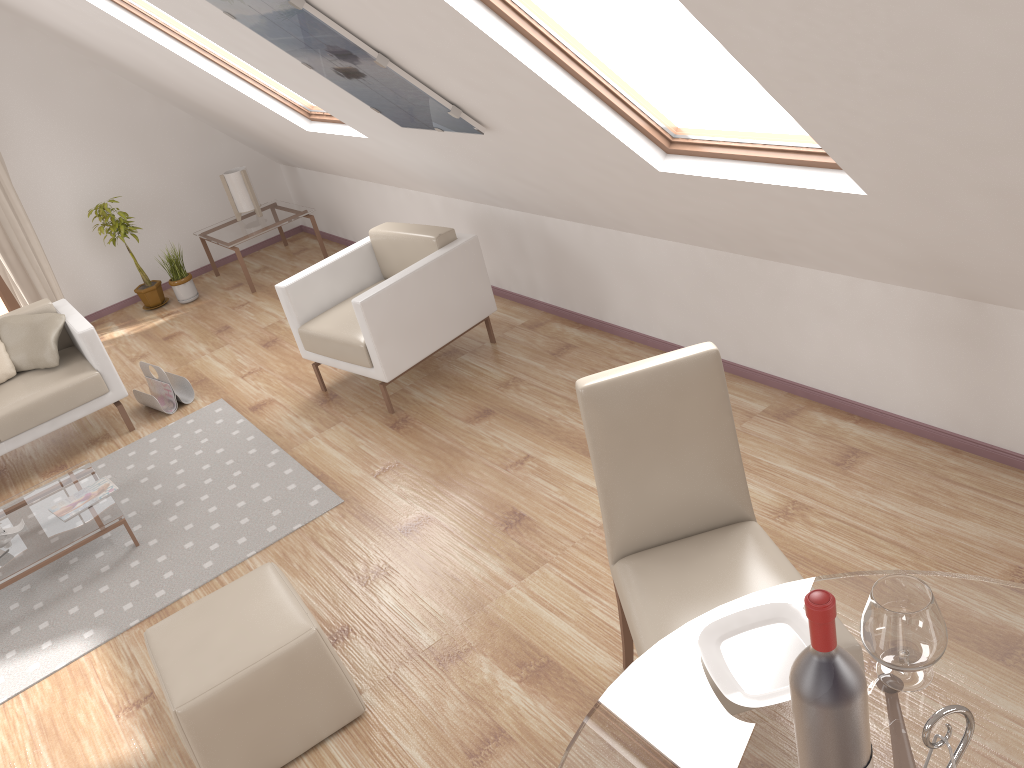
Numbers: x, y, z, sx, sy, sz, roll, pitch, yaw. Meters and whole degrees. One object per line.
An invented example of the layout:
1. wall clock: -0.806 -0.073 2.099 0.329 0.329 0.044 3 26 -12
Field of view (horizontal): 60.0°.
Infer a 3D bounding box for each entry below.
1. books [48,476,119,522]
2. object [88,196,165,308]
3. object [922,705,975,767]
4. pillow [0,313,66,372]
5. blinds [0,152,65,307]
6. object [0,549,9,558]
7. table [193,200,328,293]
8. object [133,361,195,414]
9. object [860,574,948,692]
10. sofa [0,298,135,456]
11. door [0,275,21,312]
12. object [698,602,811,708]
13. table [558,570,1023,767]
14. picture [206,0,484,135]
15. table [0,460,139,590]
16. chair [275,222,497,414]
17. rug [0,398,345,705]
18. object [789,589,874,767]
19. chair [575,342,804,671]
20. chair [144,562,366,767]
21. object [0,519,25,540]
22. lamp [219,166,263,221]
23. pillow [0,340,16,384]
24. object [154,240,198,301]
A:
1. books: -1.937 0.519 4.019 0.280 0.005 0.192 -35 34 -32
2. object: -2.884 -0.969 6.682 0.311 0.846 0.307 -35 34 -32
3. object: 0.569 0.539 1.176 0.096 0.322 0.086 -4 30 20
4. pillow: -2.681 -0.248 4.960 0.424 0.276 0.269 -5 30 18
5. blinds: -3.625 -1.311 6.200 0.424 2.129 0.123 -33 33 -30
6. object: -2.202 0.711 3.754 0.143 0.051 0.064 0 32 27
7. table: -1.952 -1.088 6.935 0.730 0.390 0.773 -31 32 -27
8. object: -2.043 -0.001 5.138 0.315 0.267 0.212 12 38 41
9. object: 0.660 0.420 1.496 0.136 0.183 0.136 -17 28 -2
10. sofa: -3.114 0.257 4.734 1.880 0.706 0.820 -30 31 -26
11. door: -4.390 -0.852 5.949 1.546 2.001 0.098 -30 31 -26
12. object: 0.467 0.497 1.624 0.228 0.020 0.228 -17 28 -3
13. table: 0.696 1.004 1.434 1.198 0.770 1.198 -19 28 -8
14. picture: -0.648 -1.215 3.372 0.683 0.738 0.650 -30 31 -26
15. table: -2.314 0.814 3.879 1.173 0.190 0.730 -30 31 -26
16. chair: -0.645 -0.391 4.691 0.748 0.706 0.820 14 40 43
17. rug: -2.284 0.927 3.854 2.800 0.007 1.600 -30 31 -26
18. object: 0.450 0.462 1.253 0.109 0.435 0.109 -33 33 -29
19. chair: 0.496 0.497 2.212 0.477 0.999 0.618 -16 28 -2
20. chair: -0.825 0.893 2.778 0.506 0.394 0.506 -28 31 -22
21. object: -2.221 0.637 3.896 0.143 0.052 0.064 -30 31 -26
22. lamp: -2.097 -1.480 6.901 0.221 0.375 0.180 -13 28 4
23. pillow: -2.944 -0.089 4.873 0.351 0.225 0.196 -27 30 -21
24. object: -2.516 -0.850 6.678 0.209 0.480 0.234 -2 31 23
